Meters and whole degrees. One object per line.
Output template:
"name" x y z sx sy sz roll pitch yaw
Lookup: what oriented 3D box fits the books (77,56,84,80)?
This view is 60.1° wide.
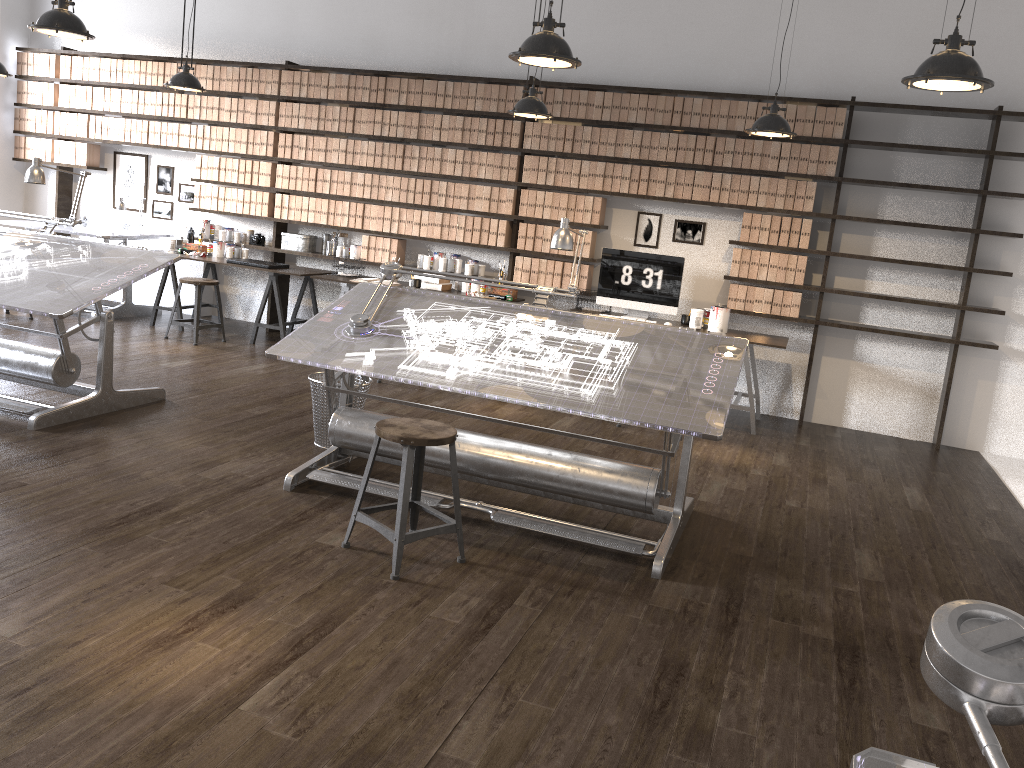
"books" -4.193 -3.096 8.733 0.067 0.224 0.175 9 10 18

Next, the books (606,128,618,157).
"books" 0.820 -1.927 7.111 0.067 0.224 0.175 9 10 18

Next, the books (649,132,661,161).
"books" 1.144 -1.871 7.012 0.067 0.224 0.175 9 10 18

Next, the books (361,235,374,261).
"books" -1.274 -1.215 7.916 0.067 0.224 0.175 9 10 18

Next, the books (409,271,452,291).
"books" -0.699 -0.869 7.414 0.295 0.146 0.387 10 11 18

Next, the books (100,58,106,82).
"books" -3.933 -3.050 8.651 0.067 0.224 0.175 9 10 18

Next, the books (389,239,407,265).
"books" -1.009 -1.169 7.836 0.067 0.224 0.175 9 10 18

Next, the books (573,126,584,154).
"books" 0.559 -1.975 7.204 0.067 0.224 0.175 9 10 18

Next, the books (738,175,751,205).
"books" 1.795 -1.487 6.824 0.067 0.224 0.175 9 10 18

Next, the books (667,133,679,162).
"books" 1.275 -1.846 6.961 0.067 0.224 0.175 9 10 18

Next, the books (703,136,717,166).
"books" 1.543 -1.799 6.874 0.067 0.224 0.175 9 10 18

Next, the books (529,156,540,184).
"books" 0.210 -1.768 7.340 0.067 0.224 0.175 9 10 18

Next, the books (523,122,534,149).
"books" 0.161 -2.045 7.331 0.067 0.224 0.175 9 10 18

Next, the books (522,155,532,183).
"books" 0.152 -1.779 7.364 0.067 0.224 0.175 9 10 18

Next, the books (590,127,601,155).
"books" 0.692 -1.951 7.160 0.067 0.224 0.175 9 10 18

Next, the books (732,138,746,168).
"books" 1.749 -1.763 6.812 0.067 0.224 0.175 9 10 18

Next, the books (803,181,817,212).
"books" 2.247 -1.406 6.672 0.067 0.224 0.175 9 10 18

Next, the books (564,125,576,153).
"books" 0.487 -1.987 7.222 0.067 0.224 0.175 9 10 18

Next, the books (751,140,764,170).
"books" 1.877 -1.739 6.764 0.067 0.224 0.175 9 10 18

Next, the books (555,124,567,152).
"books" 0.419 -2.000 7.250 0.067 0.224 0.175 9 10 18

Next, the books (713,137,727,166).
"books" 1.616 -1.787 6.856 0.067 0.224 0.175 9 10 18

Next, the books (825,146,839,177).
"books" 2.386 -1.649 6.599 0.067 0.224 0.175 9 10 18

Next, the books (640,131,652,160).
"books" 1.077 -1.882 7.032 0.067 0.224 0.175 9 10 18

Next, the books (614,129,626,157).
"books" 0.884 -1.917 7.095 0.067 0.224 0.175 9 10 18

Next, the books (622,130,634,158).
"books" 0.943 -1.906 7.074 0.067 0.224 0.175 9 10 18

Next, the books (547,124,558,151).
"books" 0.357 -2.011 7.268 0.067 0.224 0.175 9 10 18

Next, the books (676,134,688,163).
"books" 1.343 -1.834 6.939 0.067 0.224 0.175 9 10 18

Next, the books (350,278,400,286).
"books" -1.136 -0.855 7.377 0.355 0.029 0.257 10 12 18

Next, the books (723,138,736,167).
"books" 1.681 -1.774 6.830 0.067 0.224 0.175 9 10 18

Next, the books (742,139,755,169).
"books" 1.815 -1.751 6.790 0.067 0.224 0.175 9 10 18

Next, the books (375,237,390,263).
"books" -1.143 -1.193 7.879 0.067 0.224 0.175 9 10 18

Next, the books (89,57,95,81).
"books" -4.059 -3.073 8.693 0.067 0.224 0.175 9 10 18

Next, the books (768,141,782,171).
"books" 1.999 -1.718 6.726 0.067 0.224 0.175 9 10 18

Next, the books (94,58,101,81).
"books" -3.997 -3.061 8.667 0.067 0.224 0.175 9 10 18

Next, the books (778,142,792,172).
"books" 2.067 -1.706 6.702 0.067 0.224 0.175 9 10 18

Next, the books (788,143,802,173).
"books" 2.134 -1.694 6.684 0.067 0.224 0.175 9 10 18

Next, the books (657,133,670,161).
"books" 1.208 -1.859 6.987 0.067 0.224 0.175 9 10 18

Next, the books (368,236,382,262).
"books" -1.209 -1.204 7.901 0.067 0.224 0.175 9 10 18

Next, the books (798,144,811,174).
"books" 2.200 -1.683 6.664 0.067 0.224 0.175 9 10 18

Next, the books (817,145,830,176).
"books" 2.328 -1.660 6.620 0.067 0.224 0.175 9 10 18

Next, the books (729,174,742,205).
"books" 1.730 -1.499 6.848 0.067 0.224 0.175 9 10 18

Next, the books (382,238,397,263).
"books" -1.077 -1.180 7.853 0.067 0.224 0.175 9 10 18

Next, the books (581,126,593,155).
"books" 0.624 -1.962 7.178 0.067 0.224 0.175 9 10 18

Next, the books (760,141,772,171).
"books" 1.941 -1.729 6.747 0.067 0.224 0.175 9 10 18

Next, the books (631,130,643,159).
"books" 1.010 -1.894 7.050 0.067 0.224 0.175 9 10 18

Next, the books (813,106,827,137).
"books" 2.293 -1.942 6.602 0.067 0.224 0.175 9 10 18

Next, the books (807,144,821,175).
"books" 2.263 -1.670 6.636 0.067 0.224 0.175 9 10 18

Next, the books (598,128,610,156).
"books" 0.759 -1.939 7.138 0.067 0.224 0.175 9 10 18

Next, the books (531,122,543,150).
"books" 0.228 -2.033 7.306 0.067 0.224 0.175 9 10 18

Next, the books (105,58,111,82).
"books" -3.875 -3.039 8.630 0.067 0.224 0.175 9 10 18

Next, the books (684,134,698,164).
"books" 1.404 -1.824 6.924 0.067 0.224 0.175 9 10 18

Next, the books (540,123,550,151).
"books" 0.296 -2.020 7.283 0.067 0.224 0.175 9 10 18

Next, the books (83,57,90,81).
"books" -4.125 -3.085 8.715 0.067 0.224 0.175 9 10 18

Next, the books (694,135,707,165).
"books" 1.475 -1.812 6.902 0.067 0.224 0.175 9 10 18
